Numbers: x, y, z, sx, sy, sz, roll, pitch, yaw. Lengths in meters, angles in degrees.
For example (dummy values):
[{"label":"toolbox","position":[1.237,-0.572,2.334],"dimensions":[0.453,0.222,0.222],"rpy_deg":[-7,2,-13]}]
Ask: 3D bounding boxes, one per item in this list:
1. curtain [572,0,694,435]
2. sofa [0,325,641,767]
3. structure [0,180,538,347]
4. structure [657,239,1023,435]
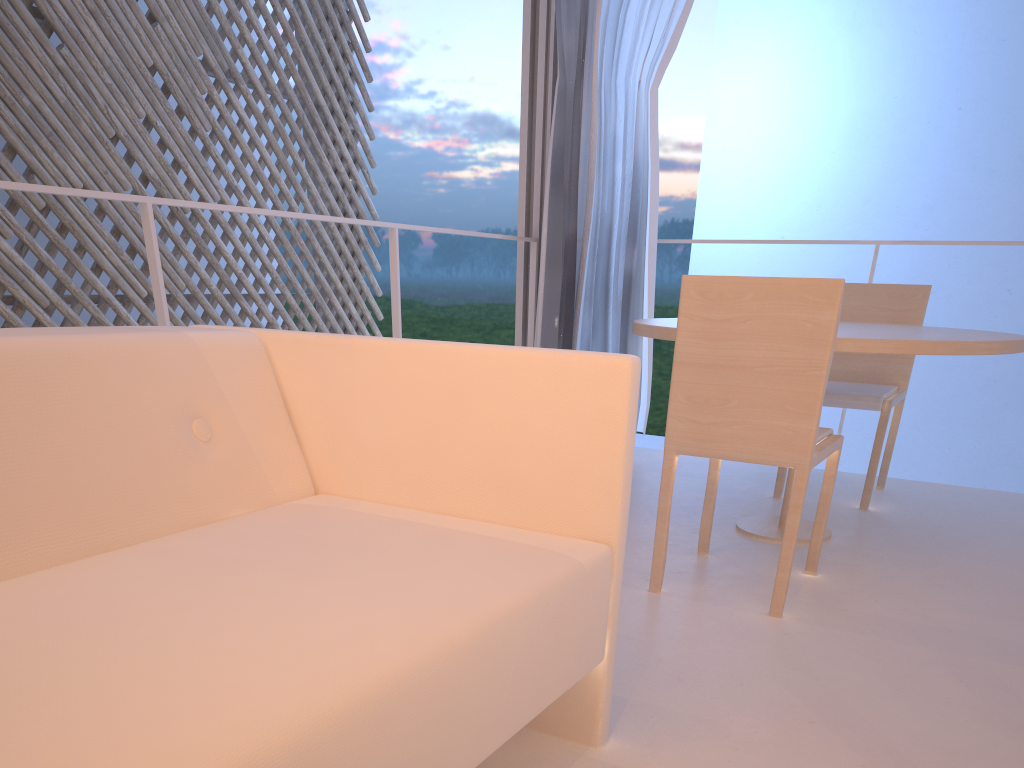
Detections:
[{"label":"curtain","position":[0.405,-1.100,1.543],"dimensions":[0.501,2.696,0.087],"rpy_deg":[11,25,21]},{"label":"sofa","position":[-0.359,0.189,0.459],"dimensions":[0.483,0.414,0.910],"rpy_deg":[10,13,30]},{"label":"structure","position":[-0.370,0.008,1.482],"dimensions":[0.027,0.622,1.572],"rpy_deg":[16,16,30]},{"label":"structure","position":[1.162,0.544,2.750],"dimensions":[1.319,1.999,1.318],"rpy_deg":[12,21,28]}]
